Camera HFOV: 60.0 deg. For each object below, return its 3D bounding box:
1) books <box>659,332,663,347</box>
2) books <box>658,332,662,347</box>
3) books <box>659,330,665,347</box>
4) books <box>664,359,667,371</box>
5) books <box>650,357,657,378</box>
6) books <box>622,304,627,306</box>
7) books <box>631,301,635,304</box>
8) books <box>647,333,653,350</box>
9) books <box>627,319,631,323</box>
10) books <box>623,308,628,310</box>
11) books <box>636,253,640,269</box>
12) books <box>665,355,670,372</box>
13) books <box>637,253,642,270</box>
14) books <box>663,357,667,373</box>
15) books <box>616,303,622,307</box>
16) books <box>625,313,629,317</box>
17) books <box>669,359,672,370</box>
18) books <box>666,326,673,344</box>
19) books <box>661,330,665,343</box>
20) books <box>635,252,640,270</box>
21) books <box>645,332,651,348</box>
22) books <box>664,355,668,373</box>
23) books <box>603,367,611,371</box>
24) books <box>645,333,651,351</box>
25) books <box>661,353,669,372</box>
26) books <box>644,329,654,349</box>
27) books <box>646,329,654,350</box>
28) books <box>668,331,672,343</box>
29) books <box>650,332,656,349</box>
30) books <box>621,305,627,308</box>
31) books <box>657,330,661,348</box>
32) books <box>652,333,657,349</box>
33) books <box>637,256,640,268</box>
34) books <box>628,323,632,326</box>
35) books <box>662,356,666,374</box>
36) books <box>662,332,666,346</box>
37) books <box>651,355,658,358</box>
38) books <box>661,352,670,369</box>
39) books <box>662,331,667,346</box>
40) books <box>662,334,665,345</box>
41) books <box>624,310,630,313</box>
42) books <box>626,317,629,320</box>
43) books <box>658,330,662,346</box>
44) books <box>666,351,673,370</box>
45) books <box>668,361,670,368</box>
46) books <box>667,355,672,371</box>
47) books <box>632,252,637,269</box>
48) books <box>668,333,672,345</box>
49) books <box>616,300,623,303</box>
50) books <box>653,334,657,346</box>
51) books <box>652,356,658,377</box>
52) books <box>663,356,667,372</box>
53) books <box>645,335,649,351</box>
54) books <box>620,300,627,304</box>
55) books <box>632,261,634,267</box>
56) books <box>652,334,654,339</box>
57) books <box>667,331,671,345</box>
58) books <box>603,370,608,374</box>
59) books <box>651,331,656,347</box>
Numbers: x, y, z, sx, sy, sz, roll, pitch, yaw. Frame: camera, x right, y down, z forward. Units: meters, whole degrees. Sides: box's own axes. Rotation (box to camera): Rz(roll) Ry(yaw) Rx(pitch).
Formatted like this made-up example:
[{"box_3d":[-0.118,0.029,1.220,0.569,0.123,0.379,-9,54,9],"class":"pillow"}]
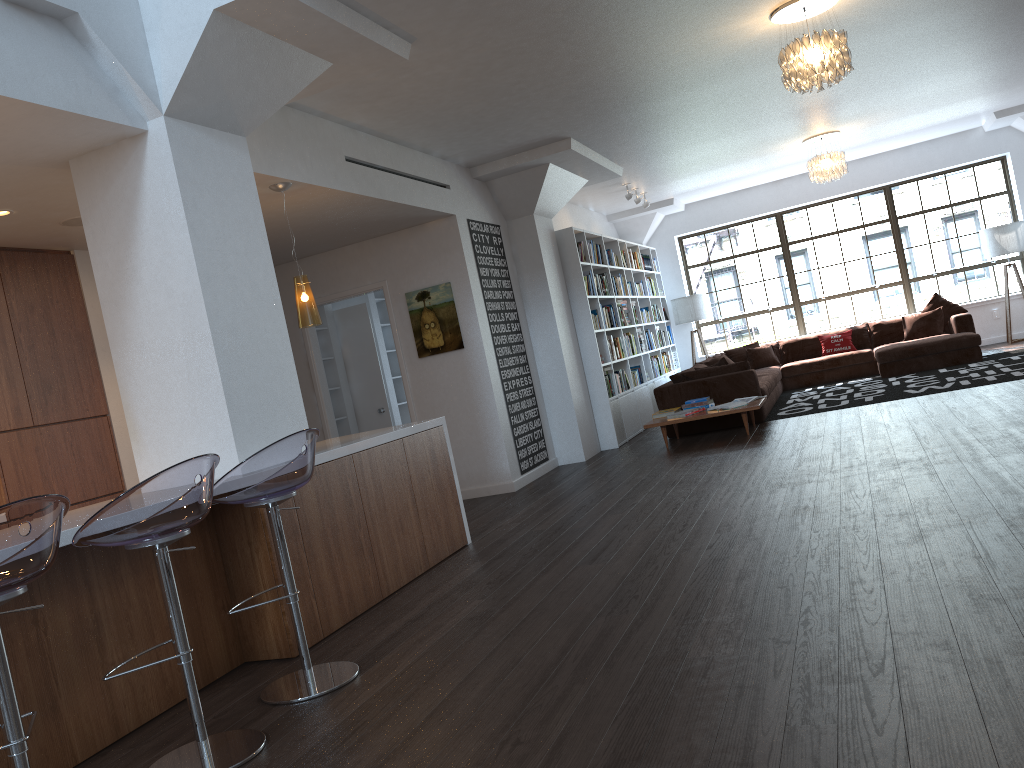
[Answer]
[{"box_3d":[2.081,-0.641,12.888,0.171,0.246,0.036,-12,1,21],"class":"books"},{"box_3d":[2.057,-0.622,12.788,0.161,0.223,0.030,-12,1,21],"class":"books"},{"box_3d":[2.123,-0.655,13.000,0.183,0.253,0.042,-12,1,21],"class":"books"},{"box_3d":[2.148,-0.270,12.865,0.160,0.250,0.027,-12,1,21],"class":"books"},{"box_3d":[1.843,-0.207,12.069,0.198,0.284,0.066,-12,1,20],"class":"books"},{"box_3d":[1.365,-0.995,11.285,0.144,0.024,0.208,-11,1,26],"class":"books"},{"box_3d":[1.482,-1.045,11.595,0.224,0.030,0.161,-11,1,31],"class":"books"},{"box_3d":[1.800,-0.568,12.101,0.182,0.253,0.098,-12,1,21],"class":"books"},{"box_3d":[1.403,-0.780,11.264,0.160,0.039,0.251,-11,1,26],"class":"books"},{"box_3d":[1.365,-0.938,11.275,0.161,0.033,0.223,-12,1,21],"class":"books"},{"box_3d":[1.676,-1.696,12.406,0.183,0.253,0.034,-12,1,21],"class":"books"},{"box_3d":[2.199,-0.283,13.006,0.189,0.247,0.057,-12,1,21],"class":"books"},{"box_3d":[1.715,-1.707,12.501,0.183,0.253,0.034,-12,1,21],"class":"books"},{"box_3d":[2.110,-0.262,12.757,0.183,0.253,0.037,-12,1,21],"class":"books"},{"box_3d":[1.234,-0.959,10.896,0.174,0.045,0.240,-12,1,20],"class":"books"},{"box_3d":[1.379,-0.861,11.275,0.168,0.045,0.231,-12,1,16],"class":"books"},{"box_3d":[2.281,-0.292,13.221,0.161,0.223,0.027,-12,1,21],"class":"books"},{"box_3d":[2.370,-0.739,13.657,0.176,0.290,0.053,-12,1,21],"class":"books"},{"box_3d":[2.157,-0.663,13.095,0.160,0.251,0.039,-12,1,21],"class":"books"},{"box_3d":[1.668,-1.694,12.373,0.183,0.253,0.034,-12,1,21],"class":"books"},{"box_3d":[1.774,-0.564,12.060,0.182,0.255,0.077,-12,1,21],"class":"books"},{"box_3d":[2.161,-0.276,12.893,0.183,0.253,0.037,-12,1,21],"class":"books"},{"box_3d":[0.955,-0.146,9.740,0.223,0.027,0.161,-11,1,30],"class":"books"},{"box_3d":[1.767,-0.555,12.021,0.174,0.243,0.085,-12,1,21],"class":"books"},{"box_3d":[2.163,-0.293,12.953,0.198,0.284,0.066,-12,1,21],"class":"books"},{"box_3d":[1.817,-0.593,12.203,0.197,0.290,0.136,-12,1,21],"class":"books"},{"box_3d":[1.842,-0.601,12.260,0.176,0.293,0.125,-12,1,21],"class":"books"},{"box_3d":[2.342,-0.690,13.564,0.161,0.213,0.146,-12,1,21],"class":"books"},{"box_3d":[1.883,-0.586,12.340,0.174,0.242,0.105,-12,1,21],"class":"books"},{"box_3d":[1.354,-0.966,11.302,0.223,0.027,0.161,-12,1,10],"class":"books"},{"box_3d":[2.026,-0.630,12.724,0.174,0.251,0.051,-12,1,21],"class":"books"},{"box_3d":[1.933,-0.587,12.458,0.161,0.222,0.084,-12,1,21],"class":"books"},{"box_3d":[1.702,-1.701,12.474,0.160,0.250,0.026,-12,1,21],"class":"books"},{"box_3d":[1.414,-0.743,11.265,0.171,0.039,0.246,-12,1,21],"class":"books"},{"box_3d":[2.094,-0.258,12.725,0.183,0.253,0.036,-12,1,21],"class":"books"},{"box_3d":[2.181,-0.646,13.126,0.161,0.221,0.035,-12,1,20],"class":"books"},{"box_3d":[1.980,-0.246,12.425,0.176,0.290,0.036,-12,1,20],"class":"books"},{"box_3d":[2.228,-0.315,13.047,0.140,0.298,0.044,-12,1,21],"class":"books"},{"box_3d":[2.203,-0.663,13.210,0.168,0.228,0.139,-12,1,21],"class":"books"},{"box_3d":[2.153,-0.648,13.060,0.161,0.223,0.032,-12,1,21],"class":"books"},{"box_3d":[1.376,-0.904,11.267,0.183,0.042,0.253,-12,1,21],"class":"books"},{"box_3d":[1.371,-0.814,11.267,0.180,0.042,0.259,-12,1,21],"class":"books"},{"box_3d":[2.053,-0.636,12.825,0.183,0.253,0.039,-12,1,21],"class":"books"},{"box_3d":[2.286,-0.328,13.259,0.176,0.290,0.053,-12,1,21],"class":"books"},{"box_3d":[2.248,-0.274,13.093,0.144,0.207,0.048,-12,1,21],"class":"books"},{"box_3d":[2.264,-0.299,13.181,0.171,0.246,0.057,-12,1,21],"class":"books"},{"box_3d":[1.626,-1.679,12.266,0.171,0.246,0.057,-12,1,21],"class":"books"},{"box_3d":[2.330,-0.688,13.514,0.161,0.213,0.118,-12,1,21],"class":"books"},{"box_3d":[1.226,-0.994,10.872,0.223,0.027,0.161,-11,1,30],"class":"books"},{"box_3d":[1.943,-0.588,12.491,0.161,0.218,0.101,-12,1,21],"class":"books"},{"box_3d":[1.888,-0.221,12.169,0.176,0.290,0.053,-12,1,20],"class":"books"},{"box_3d":[2.119,-0.264,12.792,0.183,0.253,0.036,-12,1,21],"class":"books"},{"box_3d":[1.729,-0.552,11.926,0.182,0.255,0.077,-12,1,21],"class":"books"},{"box_3d":[1.363,-1.028,11.279,0.129,0.043,0.185,-11,1,35],"class":"books"},{"box_3d":[1.568,-1.652,12.112,0.161,0.223,0.027,-12,1,21],"class":"books"},{"box_3d":[1.912,-0.596,12.432,0.159,0.248,0.089,-12,1,21],"class":"books"},{"box_3d":[2.293,-0.690,13.420,0.172,0.235,0.112,-12,1,21],"class":"books"},{"box_3d":[0.963,-0.111,9.764,0.174,0.045,0.240,-12,1,10],"class":"books"},{"box_3d":[1.898,-0.594,12.391,0.170,0.251,0.118,-12,1,21],"class":"books"}]
